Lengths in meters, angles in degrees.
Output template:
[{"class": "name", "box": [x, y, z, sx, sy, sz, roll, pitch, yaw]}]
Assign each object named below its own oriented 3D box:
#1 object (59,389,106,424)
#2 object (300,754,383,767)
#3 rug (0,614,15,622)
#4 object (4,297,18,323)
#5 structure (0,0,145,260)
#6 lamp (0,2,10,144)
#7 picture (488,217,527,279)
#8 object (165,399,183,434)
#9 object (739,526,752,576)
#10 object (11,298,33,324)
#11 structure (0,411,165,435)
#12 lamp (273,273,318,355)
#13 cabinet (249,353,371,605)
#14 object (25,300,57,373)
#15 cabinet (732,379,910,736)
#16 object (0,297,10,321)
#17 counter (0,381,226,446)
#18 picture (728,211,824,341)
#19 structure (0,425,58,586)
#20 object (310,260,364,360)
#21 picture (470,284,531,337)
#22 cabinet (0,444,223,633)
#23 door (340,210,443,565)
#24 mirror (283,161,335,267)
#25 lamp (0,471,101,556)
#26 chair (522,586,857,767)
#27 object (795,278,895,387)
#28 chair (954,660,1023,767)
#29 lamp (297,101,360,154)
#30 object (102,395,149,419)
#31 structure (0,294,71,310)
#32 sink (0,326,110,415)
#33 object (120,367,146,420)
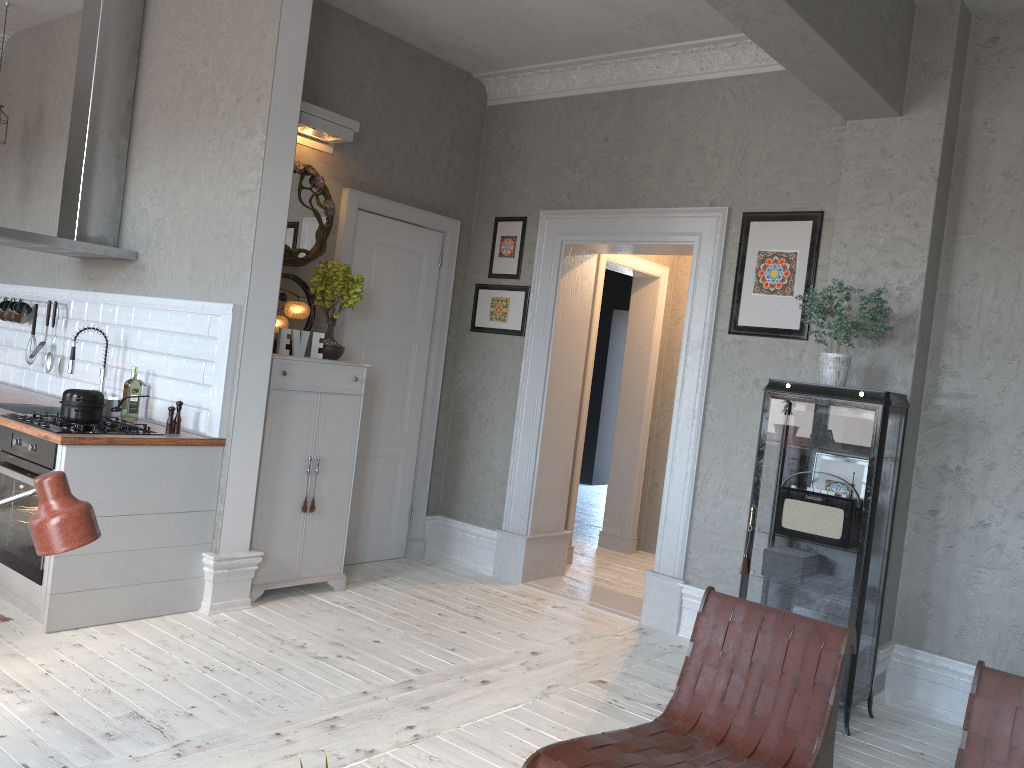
[{"class": "object", "box": [-1.964, 0.103, 4.050, 0.190, 0.147, 0.192, 7, 1, 19]}, {"class": "object", "box": [-0.320, 0.829, 1.453, 0.746, 0.420, 0.650, 6, 1, -33]}, {"class": "rug", "box": [-2.911, 0.951, 4.018, 1.262, 0.014, 0.752, 8, 2, 39]}, {"class": "object", "box": [-3.224, -0.479, 5.753, 0.134, 0.161, 0.111, 8, 1, 41]}, {"class": "structure", "box": [-2.527, -1.547, 4.933, 0.697, 1.595, 0.728, 8, 1, 39]}, {"class": "lamp", "box": [-3.236, -2.421, 5.677, 0.145, 1.735, 0.148, 7, 1, 11]}, {"class": "picture", "box": [-0.031, -0.911, 5.929, 0.276, 0.416, 0.012, 8, 1, 39]}, {"class": "object", "box": [-1.644, 0.157, 4.315, 0.035, 0.166, 0.074, 8, 1, 39]}, {"class": "object", "box": [1.075, 0.765, 4.065, 0.045, 0.234, 0.040, 7, 1, -4]}, {"class": "object", "box": [-3.135, -0.466, 5.667, 0.110, 0.161, 0.134, 6, 1, -34]}, {"class": "structure", "box": [-2.033, 0.181, 4.199, 0.593, 0.031, 0.507, 8, 2, 39]}, {"class": "lamp", "box": [-1.258, -0.327, 4.837, 0.459, 0.558, 0.168, 6, 1, -43]}, {"class": "cabinet", "box": [-1.220, 0.493, 4.867, 0.376, 1.297, 0.680, 8, 1, 39]}, {"class": "object", "box": [-2.887, -0.296, 5.424, 0.322, 0.443, 0.083, 8, 1, 39]}, {"class": "cabinet", "box": [1.384, 0.741, 4.040, 0.605, 1.471, 0.355, 8, 1, 39]}, {"class": "object", "box": [-3.322, -0.493, 5.832, 0.111, 0.161, 0.134, 6, 1, -39]}, {"class": "counter", "box": [-3.707, 0.013, 4.159, 3.319, 0.039, 3.228, 8, 2, 39]}, {"class": "picture", "box": [1.406, -0.586, 4.743, 0.449, 0.677, 0.020, 8, 1, 39]}, {"class": "structure", "box": [-2.056, 0.545, 4.223, 0.609, 0.623, 0.631, 8, 1, 39]}, {"class": "object", "box": [-1.004, -0.416, 5.006, 0.301, 0.553, 0.336, 7, 1, -16]}, {"class": "picture", "box": [-0.083, -0.500, 5.937, 0.479, 0.331, 0.014, 8, 1, 39]}, {"class": "cabinet", "box": [-3.574, 0.432, 4.612, 4.213, 0.854, 1.979, 7, 1, -5]}, {"class": "door", "box": [-0.821, 0.057, 5.627, 0.078, 2.183, 0.767, 8, 1, 39]}, {"class": "mirror", "box": [-1.211, -0.958, 4.990, 0.069, 0.593, 0.544, 8, 1, 40]}, {"class": "lamp", "box": [-0.828, 0.551, 1.400, 0.254, 0.839, 0.136, 7, 1, -16]}, {"class": "chair", "box": [0.537, 1.049, 2.543, 0.497, 0.721, 1.038, 8, 1, 39]}, {"class": "object", "box": [1.510, -0.239, 4.022, 0.423, 0.506, 0.390, 6, 1, -35]}, {"class": "chair", "box": [1.182, 1.139, 2.014, 0.497, 0.721, 1.038, 8, 1, 39]}, {"class": "lamp", "box": [-1.090, -1.426, 4.935, 0.215, 0.171, 0.424, 8, 2, 39]}, {"class": "object", "box": [-1.963, 0.103, 4.402, 0.307, 0.134, 0.172, 7, 1, -17]}, {"class": "structure", "box": [-3.127, -0.538, 5.701, 1.063, 0.053, 0.096, 8, 2, 39]}, {"class": "sink", "box": [-2.416, 0.031, 4.708, 0.476, 0.720, 0.539, 8, 1, 39]}, {"class": "object", "box": [-1.997, 0.051, 4.691, 0.080, 0.282, 0.091, 8, 1, 40]}]
